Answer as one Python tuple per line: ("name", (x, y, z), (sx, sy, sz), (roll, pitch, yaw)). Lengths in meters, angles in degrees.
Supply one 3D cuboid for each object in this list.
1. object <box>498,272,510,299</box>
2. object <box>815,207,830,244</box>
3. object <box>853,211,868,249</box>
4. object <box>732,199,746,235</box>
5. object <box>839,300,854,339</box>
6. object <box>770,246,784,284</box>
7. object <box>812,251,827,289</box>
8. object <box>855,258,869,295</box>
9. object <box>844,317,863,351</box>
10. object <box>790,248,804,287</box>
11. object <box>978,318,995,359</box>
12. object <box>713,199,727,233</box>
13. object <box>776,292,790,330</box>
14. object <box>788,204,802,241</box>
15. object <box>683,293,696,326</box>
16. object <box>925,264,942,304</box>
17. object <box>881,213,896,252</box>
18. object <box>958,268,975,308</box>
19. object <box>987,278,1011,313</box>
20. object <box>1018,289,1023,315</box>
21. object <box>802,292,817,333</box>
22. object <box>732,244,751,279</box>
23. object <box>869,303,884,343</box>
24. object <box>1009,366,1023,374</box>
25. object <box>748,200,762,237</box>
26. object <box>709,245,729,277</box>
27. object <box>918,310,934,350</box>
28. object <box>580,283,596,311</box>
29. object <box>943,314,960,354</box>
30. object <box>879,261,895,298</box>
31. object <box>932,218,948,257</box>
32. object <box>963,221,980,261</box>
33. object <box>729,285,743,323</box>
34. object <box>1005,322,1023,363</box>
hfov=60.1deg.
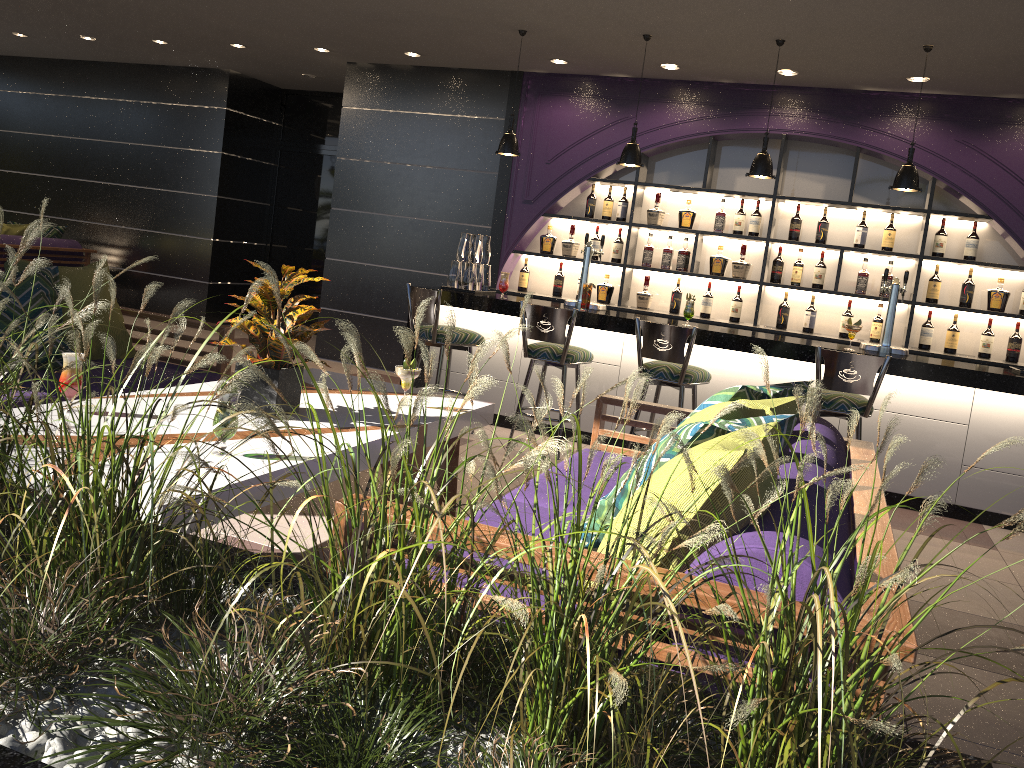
("object", (-0.057, -0.683, 6.126), (0.068, 0.180, 0.069), (7, 5, -8))
("object", (2.424, -1.231, 6.895), (0.086, 0.296, 0.087), (5, 5, -21))
("object", (2.689, -1.190, 6.800), (0.087, 0.313, 0.104), (10, 6, 25))
("object", (1.840, -1.343, 7.138), (0.086, 0.297, 0.087), (5, 5, -21))
("object", (2.589, -0.503, 6.833), (0.086, 0.297, 0.087), (5, 5, -21))
("object", (2.103, -0.940, 6.993), (0.086, 0.297, 0.087), (5, 5, -21))
("object", (2.399, -0.886, 6.889), (0.086, 0.297, 0.087), (5, 5, -21))
("object", (2.703, -0.829, 6.812), (0.083, 0.280, 0.083), (9, 5, 20))
("object", (2.057, -0.303, 5.353), (0.105, 0.196, 0.106), (2, 8, -42))
("object", (2.254, -0.919, 6.966), (0.080, 0.298, 0.080), (10, 5, 22))
("object", (3.493, -0.337, 6.502), (0.086, 0.297, 0.087), (5, 5, -21))
("object", (1.691, -1.357, 7.160), (0.083, 0.280, 0.083), (9, 5, 20))
("object", (2.142, -0.580, 6.970), (0.086, 0.296, 0.087), (5, 5, -21))
("object", (2.236, -1.266, 6.964), (0.086, 0.297, 0.087), (5, 5, -21))
("object", (1.140, -0.479, 5.688), (0.069, 0.210, 0.069), (8, 5, 3))
("object", (3.146, -0.744, 6.588), (0.086, 0.297, 0.087), (5, 5, -21))
("object", (2.873, -1.148, 6.734), (0.086, 0.297, 0.087), (5, 5, -21))
("object", (3.356, -0.706, 6.513), (0.086, 0.296, 0.087), (5, 5, -21))
("object", (3.545, -0.648, 6.450), (0.152, 0.246, 0.094), (12, 7, 38))
("object", (3.734, -0.641, 6.401), (0.086, 0.297, 0.087), (5, 5, -21))
("object", (2.335, -0.555, 6.916), (0.087, 0.313, 0.104), (10, 6, 25))
("object", (1.839, -0.979, 7.084), (0.124, 0.278, 0.123), (11, 6, 33))
("object", (2.808, -0.469, 6.795), (0.080, 0.298, 0.080), (10, 5, 22))
("object", (3.233, -0.051, 5.286), (0.438, 0.018, 0.274), (10, 9, 20))
("object", (1.949, -1.319, 7.074), (0.086, 0.296, 0.087), (5, 5, -21))
("object", (1.668, -0.993, 7.136), (0.152, 0.246, 0.094), (10, 6, 22))
("object", (3.114, -0.405, 6.636), (0.086, 0.296, 0.087), (5, 5, -21))
("object", (0.505, -0.584, 5.916), (0.067, 0.189, 0.085), (2, 8, -45))
("object", (3.267, -0.373, 6.556), (0.086, 0.297, 0.087), (5, 5, -21))
("object", (2.862, -0.797, 6.734), (0.084, 0.280, 0.083), (12, 7, 40))
("object", (3.207, -1.089, 6.620), (0.086, 0.297, 0.087), (5, 5, -21))
("object", (3.403, -1.052, 6.542), (0.086, 0.296, 0.087), (5, 5, -21))
("object", (1.806, -0.645, 7.106), (0.086, 0.297, 0.087), (5, 5, -21))
("object", (3.655, -0.305, 6.431), (0.086, 0.297, 0.087), (5, 5, -21))
